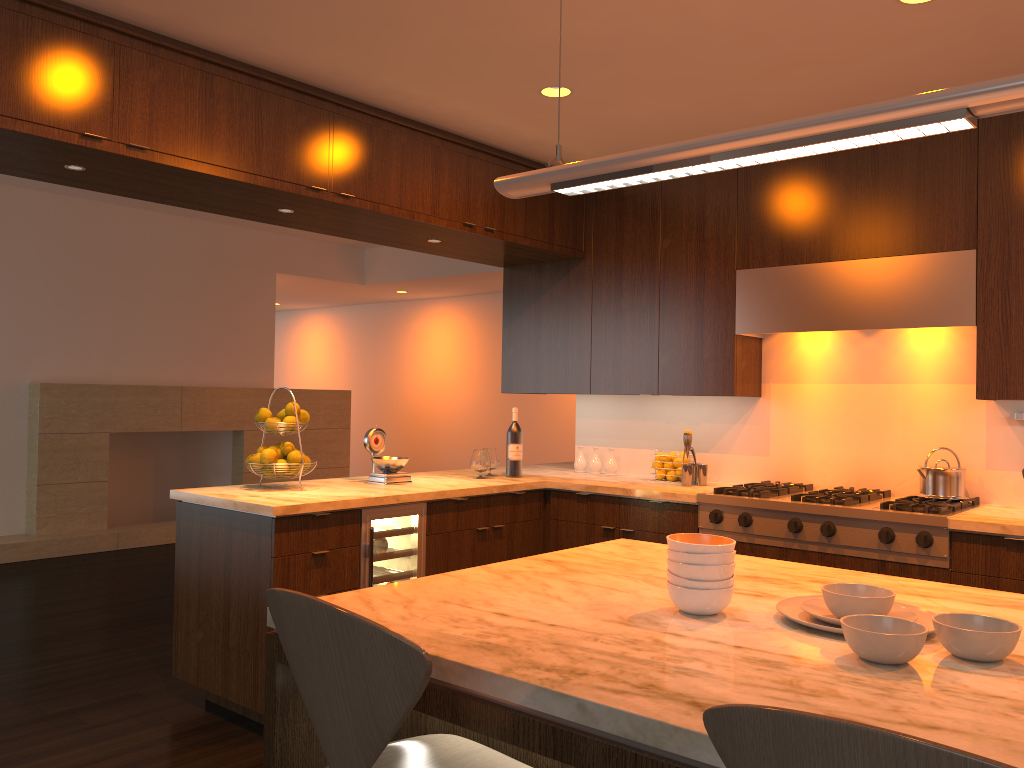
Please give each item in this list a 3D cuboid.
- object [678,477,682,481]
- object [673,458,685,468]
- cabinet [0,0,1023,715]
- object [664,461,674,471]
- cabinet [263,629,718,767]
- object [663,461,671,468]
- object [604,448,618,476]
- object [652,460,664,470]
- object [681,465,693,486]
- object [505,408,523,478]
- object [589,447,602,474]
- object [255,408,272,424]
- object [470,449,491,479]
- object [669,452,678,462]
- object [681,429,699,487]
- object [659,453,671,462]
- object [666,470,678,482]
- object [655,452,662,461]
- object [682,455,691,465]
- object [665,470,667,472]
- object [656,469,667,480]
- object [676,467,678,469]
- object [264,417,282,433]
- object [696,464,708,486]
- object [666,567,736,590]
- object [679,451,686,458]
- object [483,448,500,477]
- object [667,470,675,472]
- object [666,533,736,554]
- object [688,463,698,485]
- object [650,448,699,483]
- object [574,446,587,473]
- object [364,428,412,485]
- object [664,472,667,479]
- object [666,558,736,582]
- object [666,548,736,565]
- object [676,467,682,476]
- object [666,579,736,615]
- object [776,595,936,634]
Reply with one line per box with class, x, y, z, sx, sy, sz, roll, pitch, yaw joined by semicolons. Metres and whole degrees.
object;0.908;0.491;4.703;0.051;0.053;0.063;1;-1;-8
object;0.883;0.416;4.694;0.061;0.052;0.053;1;-1;-3
cabinet;0.888;-0.101;2.398;5.521;2.997;7.728;0;-1;41
object;0.834;0.438;4.718;0.062;0.053;0.052;2;-1;-44
cabinet;0.944;0.944;1.374;2.713;0.876;1.281;0;-1;41
object;0.834;0.435;4.774;0.064;0.053;0.051;1;-1;-14
object;0.566;0.443;5.062;0.079;0.154;0.079;1;-1;24
object;0.782;0.435;4.750;0.063;0.051;0.053;0;-1;42
object;0.888;0.463;4.492;0.060;0.106;0.060;1;-1;-17
object;0.014;0.317;4.833;0.095;0.378;0.094;1;-1;-24
object;0.484;0.443;5.136;0.079;0.154;0.079;1;-1;24
object;-1.131;0.147;4.036;0.075;0.079;0.077;2;-1;-40
object;-0.166;0.425;4.708;0.112;0.151;0.112;2;-1;-31
object;0.864;0.390;4.759;0.051;0.053;0.063;1;-1;-15
object;0.885;0.373;4.507;0.101;0.288;0.088;1;-1;-19
object;0.815;0.392;4.725;0.063;0.051;0.053;0;-1;31
object;0.850;0.489;4.709;0.064;0.063;0.074;1;-1;4
object;0.798;0.397;4.775;0.052;0.060;0.057;2;-1;-28
object;0.928;0.406;4.731;0.051;0.053;0.063;1;-1;-3
object;0.847;0.490;4.843;0.053;0.053;0.061;1;-1;29
object;0.797;0.483;4.737;0.060;0.057;0.052;1;-1;-15
object;0.901;0.453;4.736;0.051;0.053;0.062;1;-1;-8
object;-1.078;0.187;4.003;0.078;0.072;0.077;1;-1;7
object;0.969;0.465;4.526;0.060;0.106;0.060;1;-1;-17
object;0.384;0.410;1.807;0.140;0.068;0.139;1;-1;24
object;0.930;0.394;4.798;0.050;0.060;0.059;1;-1;-17
object;-0.121;0.429;4.855;0.112;0.151;0.112;2;-1;-31
object;0.858;0.484;4.751;0.057;0.060;0.052;1;-1;-10
object;0.385;0.345;1.809;0.139;0.062;0.140;2;-1;-41
object;0.944;0.466;4.597;0.060;0.106;0.060;1;-1;-17
object;0.873;0.434;4.761;0.207;0.175;0.189;0;-1;39
object;0.404;0.442;5.208;0.079;0.154;0.079;1;-1;24
object;-0.614;0.354;4.385;0.231;0.266;0.191;0;-1;44
object;0.815;0.490;4.792;0.061;0.053;0.053;1;-1;26
object;0.384;0.388;1.807;0.140;0.062;0.139;0;-1;41
object;0.385;0.366;1.808;0.140;0.064;0.139;1;-1;15
object;0.889;0.462;4.668;0.061;0.054;0.052;2;-1;-39
object;0.383;0.435;1.807;0.140;0.059;0.139;0;-1;32
object;0.678;0.458;1.738;0.310;0.021;0.309;0;-1;41
